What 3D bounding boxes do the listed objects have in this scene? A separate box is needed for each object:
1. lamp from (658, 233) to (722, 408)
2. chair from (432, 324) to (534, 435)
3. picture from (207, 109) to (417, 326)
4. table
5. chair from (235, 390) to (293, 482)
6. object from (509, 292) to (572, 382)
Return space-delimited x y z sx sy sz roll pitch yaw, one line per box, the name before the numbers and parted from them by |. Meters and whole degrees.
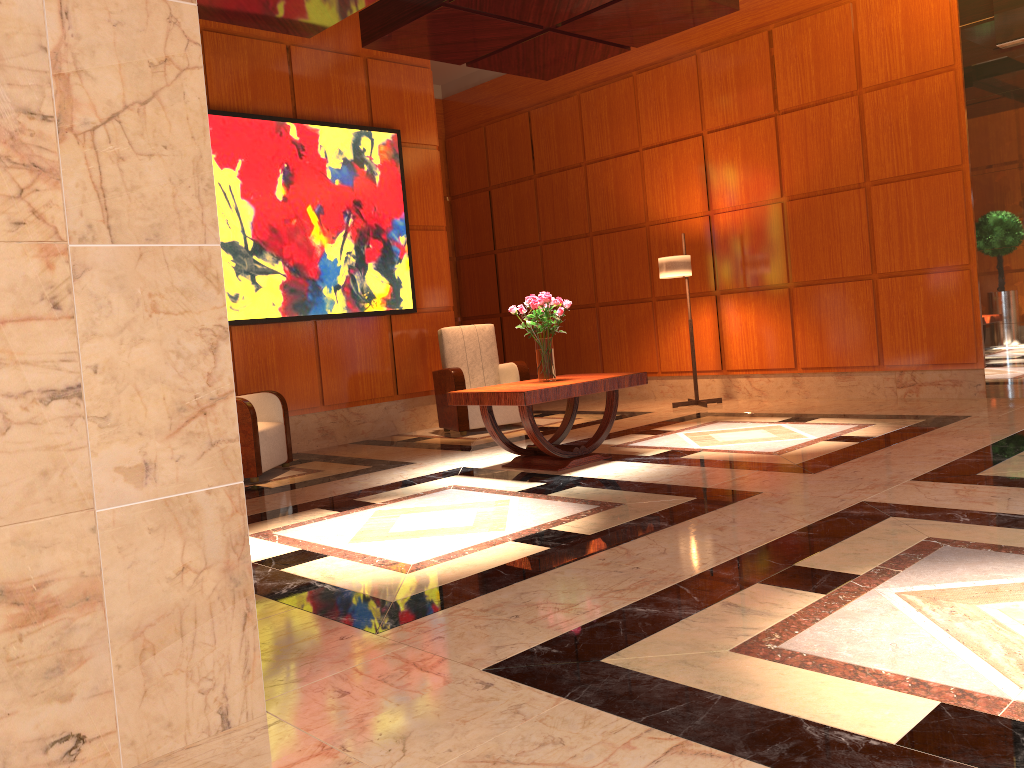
lamp | 1.663 -0.608 8.446 0.359 1.659 0.528 -4 2 37
chair | -0.294 -0.070 8.135 0.739 0.960 0.628 -6 2 -24
picture | -1.721 -1.434 7.749 2.001 1.734 0.056 -8 3 -43
table | 0.268 0.251 5.857 1.170 0.533 0.724 -8 4 -43
chair | -2.053 0.198 6.465 0.628 0.960 0.739 -5 2 6
object | 0.208 -0.313 5.874 0.351 0.595 0.327 -6 2 -23
